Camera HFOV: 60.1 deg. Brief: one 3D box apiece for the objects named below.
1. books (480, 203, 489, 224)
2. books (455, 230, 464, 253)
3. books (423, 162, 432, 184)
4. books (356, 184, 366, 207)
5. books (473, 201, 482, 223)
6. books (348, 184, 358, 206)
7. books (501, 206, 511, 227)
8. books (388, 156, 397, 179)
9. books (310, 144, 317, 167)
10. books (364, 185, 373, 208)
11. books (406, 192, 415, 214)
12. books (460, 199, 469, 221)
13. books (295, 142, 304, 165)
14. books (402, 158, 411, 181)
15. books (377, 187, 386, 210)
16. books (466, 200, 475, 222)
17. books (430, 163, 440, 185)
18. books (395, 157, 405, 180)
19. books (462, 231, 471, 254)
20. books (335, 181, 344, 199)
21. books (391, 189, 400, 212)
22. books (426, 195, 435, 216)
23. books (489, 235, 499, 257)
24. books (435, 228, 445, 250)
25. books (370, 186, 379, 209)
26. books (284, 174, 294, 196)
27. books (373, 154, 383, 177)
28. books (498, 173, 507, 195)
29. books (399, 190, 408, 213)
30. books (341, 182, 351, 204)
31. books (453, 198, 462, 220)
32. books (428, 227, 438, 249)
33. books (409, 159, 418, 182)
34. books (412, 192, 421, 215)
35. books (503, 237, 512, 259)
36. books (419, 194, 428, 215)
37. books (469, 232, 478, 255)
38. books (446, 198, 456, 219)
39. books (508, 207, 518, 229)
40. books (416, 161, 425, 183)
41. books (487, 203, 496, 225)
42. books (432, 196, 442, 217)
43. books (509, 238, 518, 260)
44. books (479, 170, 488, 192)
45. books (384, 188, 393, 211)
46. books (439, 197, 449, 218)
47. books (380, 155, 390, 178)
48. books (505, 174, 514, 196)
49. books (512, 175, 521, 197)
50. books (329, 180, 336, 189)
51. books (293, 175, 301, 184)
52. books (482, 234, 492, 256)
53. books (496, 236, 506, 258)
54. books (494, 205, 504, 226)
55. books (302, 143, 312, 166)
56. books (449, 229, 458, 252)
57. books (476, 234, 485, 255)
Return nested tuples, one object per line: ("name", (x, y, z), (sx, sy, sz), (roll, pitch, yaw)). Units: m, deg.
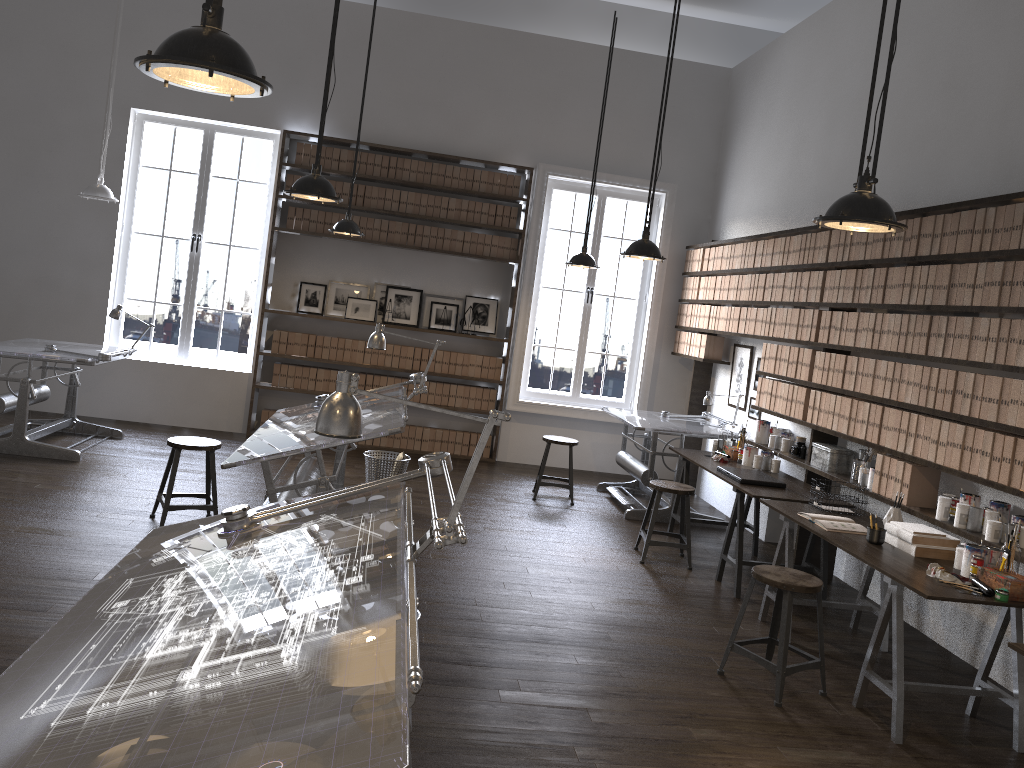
("books", (-0.285, -1.723, 9.011), (0.066, 0.225, 0.175), (7, 3, -8))
("books", (-0.536, -1.440, 8.995), (0.066, 0.225, 0.175), (7, 3, -8))
("books", (-0.852, -2.112, 8.923), (0.066, 0.225, 0.175), (7, 3, -8))
("books", (-1.509, -1.871, 8.849), (0.067, 0.225, 0.175), (7, 3, -8))
("books", (-0.355, -1.732, 9.006), (0.066, 0.225, 0.175), (7, 3, -8))
("books", (-1.584, -1.880, 8.844), (0.066, 0.225, 0.175), (7, 3, -8))
("books", (-0.069, -1.698, 9.044), (0.066, 0.225, 0.175), (7, 3, -8))
("books", (-1.198, -2.153, 8.873), (0.067, 0.225, 0.175), (7, 3, -8))
("books", (-1.952, -2.244, 8.776), (0.066, 0.225, 0.175), (7, 3, -8))
("books", (-1.437, -1.862, 8.864), (0.066, 0.225, 0.175), (7, 3, -8))
("books", (-1.023, -1.812, 8.915), (0.066, 0.225, 0.175), (7, 3, -8))
("books", (-0.490, -1.748, 8.982), (0.067, 0.225, 0.175), (7, 3, -8))
("books", (-2.094, -2.261, 8.754), (0.067, 0.225, 0.175), (7, 3, -8))
("books", (-1.060, -2.136, 8.890), (0.066, 0.225, 0.175), (7, 3, -8))
("books", (-1.310, -1.846, 8.873), (0.067, 0.225, 0.175), (7, 3, -8))
("books", (-0.425, -1.740, 8.996), (0.066, 0.225, 0.175), (7, 3, -8))
("books", (-0.778, -2.103, 8.932), (0.066, 0.225, 0.175), (7, 3, -8))
("books", (-1.125, -2.145, 8.888), (0.066, 0.225, 0.175), (7, 3, -8))
("books", (-0.465, -1.432, 9.002), (0.067, 0.225, 0.175), (7, 3, -8))
("books", (-1.723, -1.897, 8.825), (0.066, 0.225, 0.175), (7, 3, -8))
("books", (-1.168, -1.830, 8.896), (0.066, 0.225, 0.175), (7, 3, -8))
("books", (-0.828, -1.789, 8.944), (0.066, 0.225, 0.175), (7, 3, -8))
("books", (-0.187, -1.398, 9.037), (0.066, 0.225, 0.175), (7, 3, -8))
("books", (-0.731, -1.464, 8.972), (0.066, 0.225, 0.175), (7, 3, -8))
("books", (-1.373, -1.854, 8.870), (0.066, 0.225, 0.175), (7, 3, -8))
("books", (-2.196, -1.954, 8.764), (0.066, 0.225, 0.175), (7, 3, -8))
("books", (-1.341, -2.170, 8.855), (0.066, 0.225, 0.175), (7, 3, -8))
("books", (-0.102, -2.022, 9.022), (0.066, 0.225, 0.175), (7, 3, -8))
("books", (-1.094, -1.821, 8.903), (0.067, 0.225, 0.175), (7, 3, -8))
("books", (-1.653, -1.888, 8.830), (0.066, 0.225, 0.175), (7, 3, -8))
("books", (-0.556, -1.756, 8.978), (0.066, 0.225, 0.175), (7, 3, -8))
("books", (-0.800, -1.472, 8.963), (0.066, 0.225, 0.175), (7, 3, -8))
("books", (-0.989, -2.128, 8.903), (0.066, 0.225, 0.175), (7, 3, -8))
("books", (-0.962, -1.805, 8.924), (0.066, 0.225, 0.175), (7, 3, -8))
("books", (-0.060, -1.383, 9.058), (0.066, 0.225, 0.175), (7, 3, -8))
("books", (-0.895, -1.796, 8.928), (0.067, 0.225, 0.175), (7, 3, -8))
("books", (-0.396, -1.424, 9.015), (0.066, 0.225, 0.175), (7, 3, -8))
("books", (-0.618, -1.763, 8.968), (0.066, 0.225, 0.175), (7, 3, -8))
("books", (0.006, -1.688, 9.051), (0.066, 0.225, 0.175), (7, 3, -8))
("books", (-0.921, -2.120, 8.916), (0.066, 0.225, 0.175), (7, 3, -8))
("books", (-0.215, -1.715, 9.024), (0.066, 0.225, 0.175), (7, 3, -8))
("books", (-0.759, -1.781, 8.952), (0.066, 0.225, 0.175), (7, 3, -8))
("books", (0.009, -1.375, 9.069), (0.066, 0.225, 0.175), (7, 3, -8))
("books", (-0.296, -2.045, 8.994), (0.066, 0.225, 0.175), (7, 3, -8))
("books", (-1.239, -1.838, 8.883), (0.066, 0.225, 0.175), (7, 3, -8))
("books", (-0.689, -1.772, 8.957), (0.067, 0.225, 0.175), (7, 3, -8))
("books", (-1.272, -2.163, 8.869), (0.066, 0.225, 0.175), (7, 3, -8))
("books", (-0.033, -2.013, 9.032), (0.066, 0.225, 0.175), (7, 3, -8))
("books", (0.038, -2.005, 9.037), (0.066, 0.225, 0.175), (7, 3, -8))
("books", (-1.793, -1.905, 8.816), (0.066, 0.225, 0.175), (7, 3, -8))
("books", (-2.127, -1.945, 8.771), (0.066, 0.225, 0.175), (7, 3, -8))
("books", (-0.259, -1.407, 9.031), (0.066, 0.225, 0.175), (7, 3, -8))
("books", (-0.122, -1.390, 9.046), (0.067, 0.225, 0.175), (7, 3, -8))
("books", (-0.141, -1.706, 9.029), (0.067, 0.225, 0.175), (7, 3, -8))
("books", (-2.023, -2.252, 8.763), (0.066, 0.225, 0.175), (7, 3, -8))
("books", (-0.598, -1.448, 8.988), (0.066, 0.225, 0.175), (7, 3, -8))
("books", (-0.328, -1.416, 9.026), (0.066, 0.225, 0.175), (7, 3, -8))
